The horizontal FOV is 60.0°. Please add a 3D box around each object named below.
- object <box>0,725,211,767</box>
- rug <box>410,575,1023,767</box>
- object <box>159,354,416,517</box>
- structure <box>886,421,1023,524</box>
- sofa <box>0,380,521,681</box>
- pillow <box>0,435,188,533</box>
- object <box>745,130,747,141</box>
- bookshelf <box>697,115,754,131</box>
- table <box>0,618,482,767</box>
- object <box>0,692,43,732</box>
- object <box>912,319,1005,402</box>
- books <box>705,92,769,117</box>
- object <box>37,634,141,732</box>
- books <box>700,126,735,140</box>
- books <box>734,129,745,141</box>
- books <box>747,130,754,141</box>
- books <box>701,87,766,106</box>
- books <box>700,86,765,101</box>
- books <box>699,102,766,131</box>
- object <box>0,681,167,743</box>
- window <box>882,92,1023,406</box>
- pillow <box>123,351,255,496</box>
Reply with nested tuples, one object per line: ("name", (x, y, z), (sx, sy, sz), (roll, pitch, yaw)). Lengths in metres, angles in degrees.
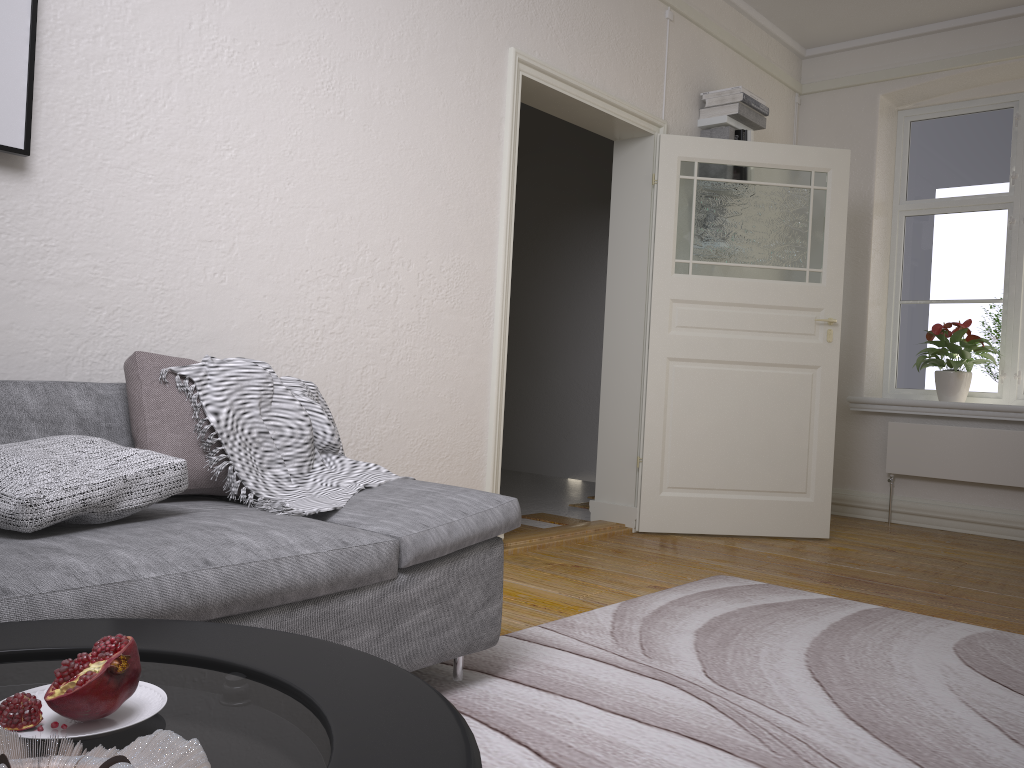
("object", (-0.366, 0.327, 0.681), (0.259, 0.062, 0.248), (3, 1, -42))
("rug", (0.401, 0.816, 1.809), (1.913, 0.008, 3.780), (3, 1, 41))
("object", (-0.603, 0.363, 2.573), (0.617, 0.866, 0.887), (3, 0, 7))
("structure", (2.875, 0.689, 5.357), (1.176, 0.845, 0.097), (3, 1, 40))
("sofa", (-1.387, 0.362, 1.533), (1.081, 0.772, 3.117), (3, 1, 41))
("pillow", (-0.997, 0.218, 1.943), (0.399, 0.194, 0.411), (3, 0, 27))
("object", (1.279, -1.332, 5.260), (0.253, 0.311, 0.050), (3, 1, 40))
("bookshelf", (1.249, -1.110, 5.265), (0.190, 0.860, 0.347), (3, 1, 41))
("table", (-0.511, 0.565, 0.813), (0.926, 0.449, 0.962), (3, 1, 38))
("object", (-0.497, 0.328, 0.894), (0.045, 0.036, 0.035), (3, 1, -40))
("object", (2.797, -0.146, 5.584), (0.530, 0.520, 0.539), (3, 1, 44))
("books", (1.323, -1.625, 5.207), (0.244, 0.049, 0.338), (3, 1, 41))
("object", (-0.439, 0.309, 0.933), (0.089, 0.082, 0.109), (3, 0, -14))
("books", (1.195, -1.335, 5.186), (0.187, 0.307, 0.066), (3, 1, 41))
("books", (1.253, -1.333, 5.255), (0.266, 0.310, 0.064), (3, 1, 41))
("books", (1.310, -1.329, 5.261), (0.254, 0.309, 0.072), (3, 1, 41))
("books", (1.305, -1.666, 5.214), (0.254, 0.030, 0.310), (3, 1, 41))
("books", (1.308, -1.688, 5.233), (0.260, 0.015, 0.321), (3, 1, 41))
("books", (1.308, -1.569, 5.249), (0.254, 0.065, 0.358), (3, 1, 41))
("object", (-0.452, 0.344, 0.927), (0.168, 0.015, 0.167), (3, 0, -4))
("window", (4.780, -0.566, 7.877), (1.971, 2.474, 5.446), (3, 1, 39))
("pillow", (-0.833, 0.115, 2.432), (0.237, 0.390, 0.435), (3, 1, 41))
